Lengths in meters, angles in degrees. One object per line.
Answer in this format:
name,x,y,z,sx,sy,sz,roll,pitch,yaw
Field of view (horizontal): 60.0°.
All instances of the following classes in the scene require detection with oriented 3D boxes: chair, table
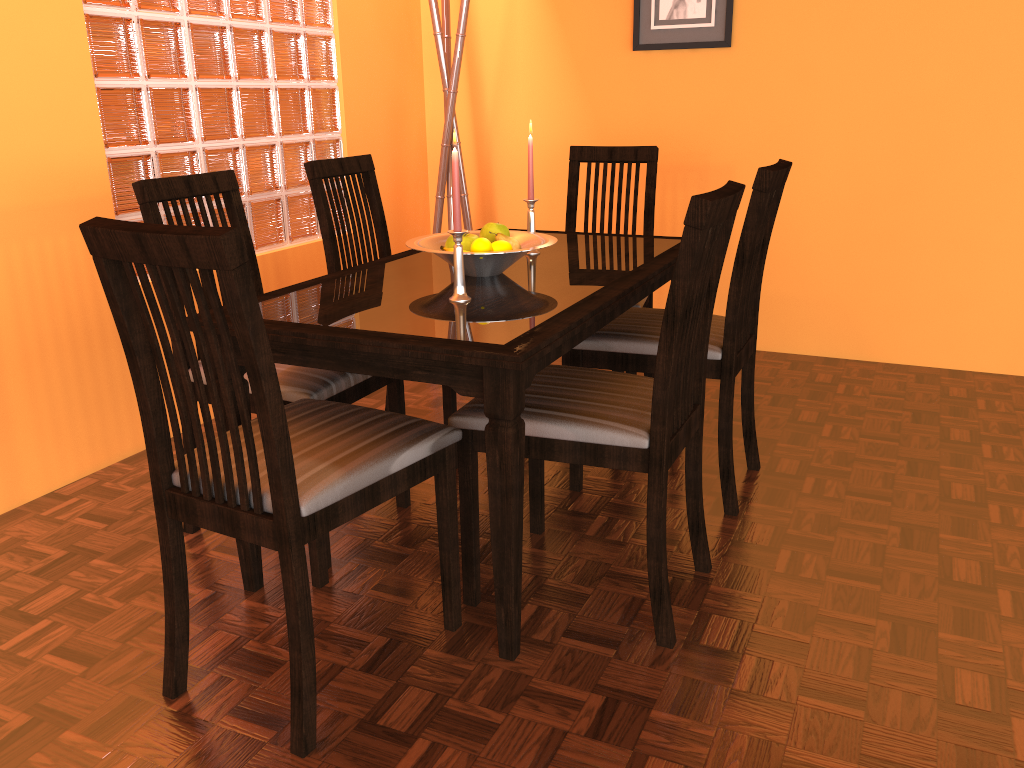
chair,0.258,-0.303,2.722,0.373,0.809,0.465,5,19,19
chair,-0.527,-0.056,2.001,0.465,0.809,0.373,7,20,24
chair,-0.363,0.115,1.464,0.373,0.809,0.465,9,20,28
chair,0.168,0.032,1.691,0.465,0.809,0.373,7,20,24
chair,-0.285,-0.221,2.498,0.465,0.809,0.373,7,20,24
table,-0.032,0.018,2.111,0.697,0.584,1.259,7,20,24
chair,0.410,-0.133,2.188,0.465,0.809,0.373,7,20,24

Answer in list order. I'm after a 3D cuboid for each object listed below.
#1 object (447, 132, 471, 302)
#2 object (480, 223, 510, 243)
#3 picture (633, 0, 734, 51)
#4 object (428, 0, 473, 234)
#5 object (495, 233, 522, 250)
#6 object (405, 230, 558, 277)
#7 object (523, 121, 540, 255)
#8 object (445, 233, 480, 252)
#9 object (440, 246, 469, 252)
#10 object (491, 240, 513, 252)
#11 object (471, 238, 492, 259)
object,-0.104,-0.320,1.683,0.044,0.326,0.044,3,18,13
object,-0.039,-0.338,2.033,0.069,0.066,0.069,11,22,33
picture,0.610,-1.434,3.154,0.361,0.456,0.014,7,20,24
object,-0.224,-0.931,3.436,0.226,1.589,0.308,-17,24,-40
object,-0.007,-0.304,1.968,0.055,0.070,0.066,1,18,6
object,-0.067,-0.283,1.980,0.337,0.072,0.337,-4,18,-8
object,0.046,-0.485,2.184,0.044,0.326,0.044,3,18,13
object,-0.106,-0.293,1.964,0.089,0.076,0.087,10,21,30
object,-0.075,-0.275,1.928,0.150,0.052,0.066,-6,19,-16
object,-0.025,-0.286,1.911,0.055,0.046,0.046,-5,18,-11
object,-0.065,-0.287,1.878,0.046,0.046,0.055,1,18,8
